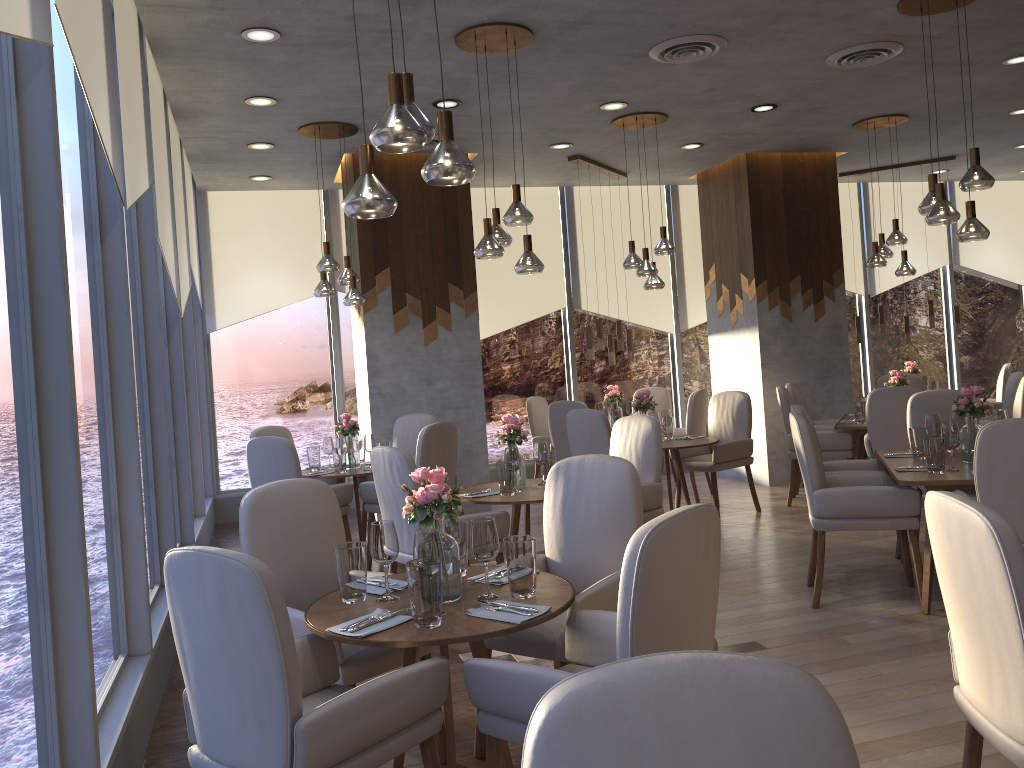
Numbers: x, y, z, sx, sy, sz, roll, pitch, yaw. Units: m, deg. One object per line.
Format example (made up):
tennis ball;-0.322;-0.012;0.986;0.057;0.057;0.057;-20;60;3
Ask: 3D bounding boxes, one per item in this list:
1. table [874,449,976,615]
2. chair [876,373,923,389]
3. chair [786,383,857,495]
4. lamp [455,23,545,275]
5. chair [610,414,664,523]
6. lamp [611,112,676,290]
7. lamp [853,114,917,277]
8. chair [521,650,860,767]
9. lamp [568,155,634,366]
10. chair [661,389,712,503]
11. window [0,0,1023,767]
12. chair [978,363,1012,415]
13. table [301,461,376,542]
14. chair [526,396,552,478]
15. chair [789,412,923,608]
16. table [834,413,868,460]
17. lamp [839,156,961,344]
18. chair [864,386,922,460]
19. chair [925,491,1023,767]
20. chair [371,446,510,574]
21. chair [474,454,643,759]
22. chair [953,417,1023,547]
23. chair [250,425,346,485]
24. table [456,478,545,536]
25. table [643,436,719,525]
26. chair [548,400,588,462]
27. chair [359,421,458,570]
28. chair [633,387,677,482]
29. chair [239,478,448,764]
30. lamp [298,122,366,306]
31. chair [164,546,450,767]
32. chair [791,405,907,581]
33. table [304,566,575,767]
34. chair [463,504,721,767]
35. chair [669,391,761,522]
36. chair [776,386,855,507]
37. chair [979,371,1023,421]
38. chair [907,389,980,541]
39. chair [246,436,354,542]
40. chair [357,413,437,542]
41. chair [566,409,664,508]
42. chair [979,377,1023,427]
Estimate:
table;2.553;0.751;4.803;0.964;0.666;1.308;-4;1;18
chair;3.646;0.412;8.264;0.528;1.000;0.600;-4;0;22
chair;2.836;0.474;8.047;0.599;1.000;0.529;-4;0;28
lamp;-0.057;-1.279;4.963;0.439;1.326;0.439;-4;0;-13
chair;0.586;0.706;5.264;0.600;1.000;0.528;-4;0;-34
lamp;1.045;-1.410;6.958;0.439;1.326;0.439;-4;0;-8
lamp;3.185;-1.574;7.551;0.440;1.326;0.439;-4;0;-31
chair;0.251;0.854;0.855;0.528;1.000;0.600;-4;0;-2
lamp;0.907;-1.144;8.561;0.118;1.931;1.162;-4;0;29
chair;1.527;0.559;8.224;0.599;1.000;0.529;-4;0;31
window;0.448;-0.673;6.603;8.053;3.199;16.139;-3;2;29
chair;4.925;0.296;9.285;0.599;1.000;0.529;-4;0;27
table;-1.168;0.957;6.598;0.834;0.662;0.833;-4;1;-29
chair;0.494;0.612;8.823;0.599;1.000;0.529;-4;0;27
chair;1.826;0.637;4.729;0.599;1.000;0.528;-4;0;15
table;3.321;0.621;7.522;0.964;0.666;1.308;-3;1;25
lamp;4.223;-1.400;9.594;1.160;1.931;0.118;-4;0;29
chair;2.973;0.501;6.753;0.528;1.000;0.600;-4;0;27
chair;1.361;0.742;2.100;0.599;1.000;0.528;-4;0;3
chair;-0.379;0.791;4.622;0.600;1.000;0.527;-4;0;-35
chair;0.188;0.791;3.224;0.527;1.000;0.600;-4;0;37
chair;2.311;0.624;3.997;0.528;1.000;0.600;-4;0;20
chair;-1.658;0.816;6.826;0.599;1.000;0.529;-4;0;32
table;0.121;0.915;4.944;0.833;0.662;0.835;-3;1;34
table;1.216;0.784;6.928;0.835;0.662;0.833;-5;1;-41
chair;0.657;0.625;7.997;0.527;1.000;0.600;-4;0;34
chair;-0.683;0.767;6.200;0.599;1.000;0.529;-4;0;31
chair;1.364;0.546;9.077;0.528;1.000;0.600;-4;0;31
chair;-0.615;0.849;3.131;0.599;1.000;0.529;-4;0;41
lamp;-1.330;-1.238;6.625;0.439;1.326;0.440;-4;0;41
chair;-0.528;0.866;2.311;0.527;1.000;0.600;-4;0;37
chair;2.002;0.609;5.267;0.599;1.000;0.528;-4;0;20
table;-0.198;0.998;2.762;0.834;0.662;0.833;-4;1;-17
chair;0.251;0.811;2.359;0.599;1.000;0.529;-4;0;40
chair;1.672;0.575;7.300;0.600;1.000;0.527;-4;0;-39
chair;2.594;0.505;7.536;0.599;1.000;0.528;-4;0;22
chair;4.015;0.409;7.495;0.599;1.000;0.528;-4;0;20
chair;2.787;0.546;5.597;0.528;1.000;0.600;-4;0;15
chair;-1.445;0.824;6.030;0.528;1.000;0.600;-4;0;28
chair;-0.879;0.757;7.044;0.528;1.000;0.600;-4;0;28
chair;0.759;0.657;6.585;0.600;1.000;0.527;-4;0;-40
chair;3.791;0.439;6.971;0.599;1.000;0.529;-4;0;28
